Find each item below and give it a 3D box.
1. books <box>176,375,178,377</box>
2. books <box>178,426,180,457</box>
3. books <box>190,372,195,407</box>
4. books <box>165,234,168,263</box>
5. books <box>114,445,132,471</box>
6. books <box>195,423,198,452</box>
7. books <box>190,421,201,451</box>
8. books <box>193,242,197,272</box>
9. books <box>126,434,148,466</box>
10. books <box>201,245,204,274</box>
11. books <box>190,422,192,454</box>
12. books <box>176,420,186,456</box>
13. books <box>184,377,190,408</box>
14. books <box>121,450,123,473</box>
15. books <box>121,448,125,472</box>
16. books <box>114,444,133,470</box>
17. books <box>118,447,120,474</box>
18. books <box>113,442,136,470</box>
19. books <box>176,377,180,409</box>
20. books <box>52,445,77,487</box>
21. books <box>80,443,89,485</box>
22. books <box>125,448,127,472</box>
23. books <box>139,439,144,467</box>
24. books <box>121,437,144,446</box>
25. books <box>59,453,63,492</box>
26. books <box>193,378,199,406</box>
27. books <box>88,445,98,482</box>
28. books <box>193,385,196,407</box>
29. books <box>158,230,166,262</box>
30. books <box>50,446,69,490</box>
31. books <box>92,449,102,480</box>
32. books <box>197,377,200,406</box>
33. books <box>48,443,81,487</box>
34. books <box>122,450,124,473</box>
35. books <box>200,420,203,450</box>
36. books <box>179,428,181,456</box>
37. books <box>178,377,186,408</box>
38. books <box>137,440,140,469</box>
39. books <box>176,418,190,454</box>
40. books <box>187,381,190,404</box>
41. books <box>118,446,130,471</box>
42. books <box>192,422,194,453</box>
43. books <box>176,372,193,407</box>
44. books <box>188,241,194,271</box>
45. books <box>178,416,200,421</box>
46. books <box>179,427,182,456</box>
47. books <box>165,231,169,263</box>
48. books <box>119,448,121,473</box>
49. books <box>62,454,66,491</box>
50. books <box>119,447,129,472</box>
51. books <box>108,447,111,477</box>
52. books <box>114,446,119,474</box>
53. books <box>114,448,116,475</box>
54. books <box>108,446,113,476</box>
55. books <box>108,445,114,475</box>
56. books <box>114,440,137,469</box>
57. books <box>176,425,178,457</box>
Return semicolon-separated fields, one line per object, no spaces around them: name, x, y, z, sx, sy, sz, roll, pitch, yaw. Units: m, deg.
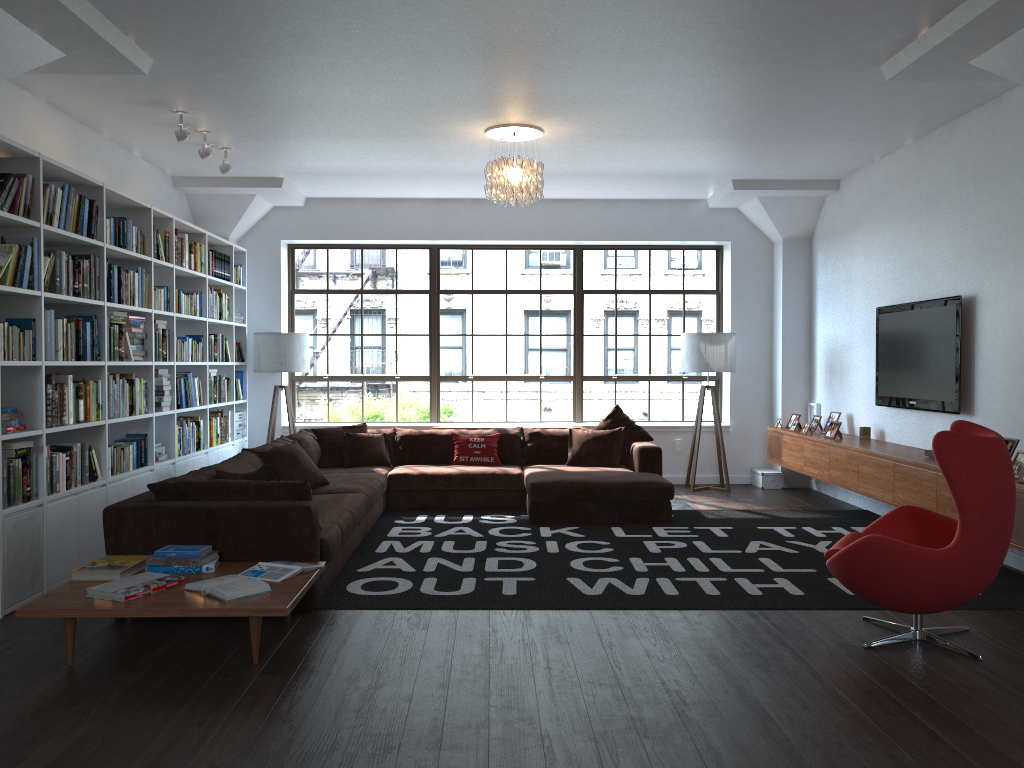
books;-2.736;0.065;7.029;0.180;0.265;0.103;0;1;-1
books;-2.724;0.456;7.013;0.174;0.240;0.045;0;1;-2
books;-2.729;0.045;7.337;0.176;0.293;0.125;0;1;-1
books;-2.710;-1.030;6.767;0.161;0.223;0.032;0;1;-1
books;-2.690;0.511;6.113;0.126;0.173;0.032;0;1;-1
books;-2.732;0.447;7.441;0.174;0.240;0.045;0;1;-2
books;-2.722;0.439;7.481;0.183;0.253;0.034;0;1;-2
books;-2.732;-1.060;7.424;0.183;0.253;0.034;0;1;-1
books;-2.704;0.475;6.395;0.140;0.231;0.042;0;1;-1
books;-2.732;-1.064;7.594;0.183;0.253;0.034;0;1;-1
books;-2.723;0.444;7.286;0.183;0.253;0.034;0;1;-2
books;-2.728;0.432;7.132;0.198;0.284;0.066;0;1;-2
books;-2.712;0.069;7.171;0.182;0.253;0.098;0;1;-1
books;-2.681;0.524;5.975;0.110;0.153;0.019;0;1;-1
books;-2.685;0.516;6.012;0.120;0.167;0.020;0;1;-1
books;-2.690;0.507;6.140;0.128;0.178;0.021;0;1;-1
books;-2.695;0.512;5.937;0.128;0.178;0.022;0;1;-1
books;-2.694;0.500;6.169;0.139;0.191;0.036;0;1;-1
books;-2.713;0.071;6.982;0.182;0.255;0.077;0;1;-1
books;-2.683;0.491;5.283;0.160;0.251;0.039;0;1;-1
books;-2.682;0.487;5.409;0.183;0.253;0.042;0;1;-1
books;-2.679;0.518;6.039;0.106;0.162;0.032;0;1;-1
books;-2.698;0.491;6.310;0.146;0.202;0.027;0;1;-1
books;-2.717;0.488;6.349;0.144;0.207;0.048;0;1;-1
books;-2.674;0.509;5.102;0.161;0.223;0.033;0;1;-1
books;-2.725;0.068;7.426;0.174;0.242;0.105;0;1;-1
books;-2.685;0.494;5.500;0.174;0.236;0.142;0;1;-2
books;-2.730;0.079;7.390;0.161;0.222;0.084;0;1;-1
books;-2.719;-1.042;6.735;0.160;0.251;0.031;0;1;-1
books;-2.681;0.491;5.170;0.183;0.253;0.042;0;1;-1
books;-2.679;0.507;5.557;0.161;0.207;0.135;0;1;-2
books;-2.730;0.062;7.479;0.170;0.251;0.118;0;1;-1
books;-2.686;0.486;5.323;0.180;0.259;0.042;0;1;-1
books;-2.683;0.523;5.993;0.110;0.153;0.018;0;1;-1
books;-2.732;0.434;7.563;0.180;0.259;0.060;0;1;-2
books;-2.714;0.464;7.049;0.161;0.223;0.026;0;1;-2
books;-2.722;0.068;7.124;0.182;0.255;0.077;0;1;-1
books;-2.692;0.493;6.228;0.146;0.202;0.027;0;1;-1
books;-2.723;0.426;7.242;0.176;0.290;0.053;0;1;-2
books;-2.720;0.083;7.237;0.161;0.222;0.083;0;1;-1
books;-2.689;0.513;6.085;0.122;0.169;0.023;0;1;-1
books;-2.720;0.443;7.319;0.183;0.253;0.034;0;1;-2
books;-2.732;0.048;7.274;0.197;0.290;0.136;0;1;-1
books;-2.728;-1.055;7.342;0.171;0.246;0.057;0;1;-1
books;-2.732;0.420;7.515;0.176;0.290;0.036;0;1;-2
books;-2.726;0.459;7.080;0.168;0.231;0.037;0;1;-2
books;-2.717;-1.044;6.802;0.160;0.251;0.039;0;1;-1
books;-2.687;0.515;5.956;0.109;0.171;0.018;0;1;-1
books;-2.669;0.517;5.135;0.161;0.223;0.030;0;1;-2
books;-2.680;0.515;6.063;0.107;0.167;0.017;0;1;-1
books;-2.686;0.509;5.768;0.139;0.191;0.036;0;1;-1
books;-2.696;0.509;5.911;0.134;0.184;0.030;0;1;-1
books;-2.686;0.514;5.864;0.128;0.178;0.022;0;1;-1
books;-2.690;0.506;5.809;0.136;0.196;0.045;0;1;-1
books;-2.692;0.503;5.842;0.127;0.200;0.020;0;1;-1
books;-2.700;0.494;6.201;0.146;0.202;0.027;0;1;-1
books;-2.723;0.451;6.974;0.183;0.253;0.034;0;1;-2
